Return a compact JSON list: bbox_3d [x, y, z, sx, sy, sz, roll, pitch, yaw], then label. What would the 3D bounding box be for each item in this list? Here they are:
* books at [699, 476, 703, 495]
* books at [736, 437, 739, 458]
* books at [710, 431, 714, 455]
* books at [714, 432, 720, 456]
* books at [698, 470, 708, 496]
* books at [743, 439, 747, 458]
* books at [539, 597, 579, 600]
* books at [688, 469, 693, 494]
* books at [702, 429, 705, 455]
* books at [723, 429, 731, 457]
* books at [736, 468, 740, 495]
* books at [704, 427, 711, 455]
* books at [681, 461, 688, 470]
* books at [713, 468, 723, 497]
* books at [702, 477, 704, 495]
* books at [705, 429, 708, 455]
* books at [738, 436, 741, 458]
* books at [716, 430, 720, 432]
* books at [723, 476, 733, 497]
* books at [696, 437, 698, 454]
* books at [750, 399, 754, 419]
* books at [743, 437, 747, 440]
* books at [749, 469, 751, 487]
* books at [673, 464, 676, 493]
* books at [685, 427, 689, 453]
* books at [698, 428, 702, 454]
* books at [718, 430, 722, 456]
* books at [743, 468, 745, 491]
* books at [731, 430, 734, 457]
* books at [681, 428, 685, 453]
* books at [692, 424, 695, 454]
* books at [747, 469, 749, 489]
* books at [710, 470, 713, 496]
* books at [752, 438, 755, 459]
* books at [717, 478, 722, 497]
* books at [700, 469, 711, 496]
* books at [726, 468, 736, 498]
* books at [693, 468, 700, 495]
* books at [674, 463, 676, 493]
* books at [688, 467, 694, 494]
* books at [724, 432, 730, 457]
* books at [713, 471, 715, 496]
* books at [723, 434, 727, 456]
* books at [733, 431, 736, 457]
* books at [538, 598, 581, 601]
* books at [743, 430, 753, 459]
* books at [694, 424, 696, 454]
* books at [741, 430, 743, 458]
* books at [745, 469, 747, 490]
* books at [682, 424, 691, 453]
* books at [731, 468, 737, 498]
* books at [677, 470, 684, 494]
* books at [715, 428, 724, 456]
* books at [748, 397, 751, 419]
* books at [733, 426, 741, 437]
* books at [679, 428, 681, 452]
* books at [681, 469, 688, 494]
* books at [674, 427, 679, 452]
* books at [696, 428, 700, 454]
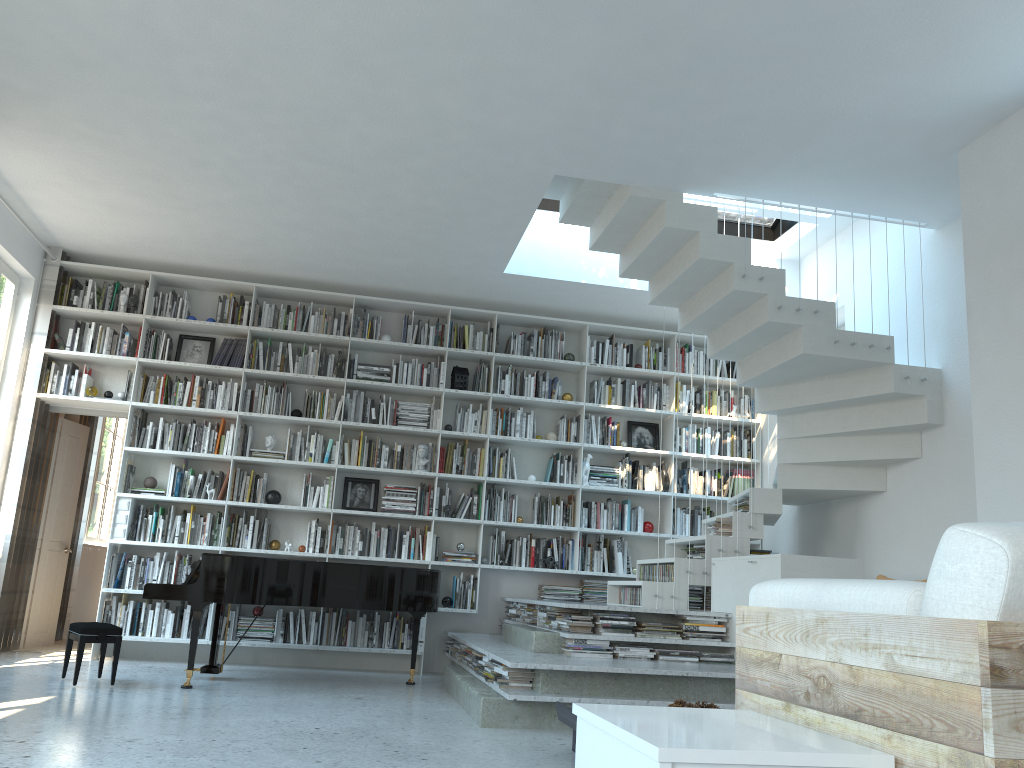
[{"bbox_3d":[1.701,0.945,8.118,0.023,0.189,0.170,6,-13,-10],"label":"books"},{"bbox_3d":[2.065,0.612,8.261,0.025,0.211,0.189,6,-13,-10],"label":"books"},{"bbox_3d":[1.840,0.573,8.247,0.012,0.253,0.161,6,-13,-10],"label":"books"},{"bbox_3d":[1.871,0.576,8.232,0.045,0.244,0.177,6,-13,-10],"label":"books"},{"bbox_3d":[1.753,0.923,8.138,0.022,0.246,0.181,6,-13,-10],"label":"books"},{"bbox_3d":[2.140,0.627,8.272,0.029,0.195,0.192,6,-13,-10],"label":"books"},{"bbox_3d":[0.406,1.861,7.690,0.308,0.008,0.195,7,-14,-14],"label":"books"},{"bbox_3d":[1.603,0.908,8.108,0.026,0.245,0.181,6,-13,-10],"label":"books"},{"bbox_3d":[1.746,0.557,8.215,0.024,0.258,0.156,6,-13,-10],"label":"books"},{"bbox_3d":[2.007,0.573,8.265,0.012,0.282,0.152,6,-13,-10],"label":"books"},{"bbox_3d":[2.062,0.929,8.184,0.018,0.292,0.169,6,-13,-10],"label":"books"},{"bbox_3d":[1.795,0.550,8.228,0.030,0.283,0.166,6,-13,-10],"label":"books"},{"bbox_3d":[1.582,0.873,8.131,0.012,0.321,0.142,6,-13,-10],"label":"books"},{"bbox_3d":[1.900,0.926,8.178,0.026,0.277,0.170,6,-13,-10],"label":"books"},{"bbox_3d":[1.723,0.955,8.143,0.030,0.184,0.137,6,-13,-10],"label":"books"},{"bbox_3d":[1.769,0.557,8.217,0.022,0.262,0.173,6,-13,-10],"label":"books"},{"bbox_3d":[2.088,0.612,8.275,0.025,0.219,0.178,6,-13,-10],"label":"books"},{"bbox_3d":[1.916,0.573,8.272,0.010,0.273,0.130,6,-13,-10],"label":"books"},{"bbox_3d":[1.957,0.962,8.169,0.088,0.216,0.167,6,-13,-10],"label":"books"},{"bbox_3d":[1.679,0.592,8.210,0.027,0.179,0.157,6,-13,-10],"label":"books"},{"bbox_3d":[2.240,0.268,8.365,0.011,0.216,0.170,6,-13,-10],"label":"books"},{"bbox_3d":[2.161,0.621,8.314,0.024,0.229,0.131,6,-13,-10],"label":"books"},{"bbox_3d":[2.167,0.943,8.215,0.018,0.292,0.169,6,-13,-10],"label":"books"},{"bbox_3d":[1.450,0.877,8.089,0.025,0.276,0.161,6,-13,-10],"label":"books"},{"bbox_3d":[1.584,0.541,8.187,0.026,0.256,0.173,6,-13,-10],"label":"books"},{"bbox_3d":[1.721,0.551,8.221,0.025,0.270,0.153,6,-13,-10],"label":"books"},{"bbox_3d":[1.903,0.574,8.245,0.023,0.257,0.184,6,-13,-10],"label":"books"},{"bbox_3d":[2.114,0.937,8.202,0.018,0.292,0.169,6,-13,-10],"label":"books"},{"bbox_3d":[2.020,0.576,8.264,0.013,0.276,0.188,6,-13,-10],"label":"books"},{"bbox_3d":[1.550,0.540,8.169,0.023,0.247,0.182,6,-13,-10],"label":"books"},{"bbox_3d":[1.648,0.531,8.214,0.022,0.296,0.162,6,-13,-10],"label":"books"},{"bbox_3d":[2.150,0.940,8.208,0.018,0.292,0.169,6,-13,-10],"label":"books"},{"bbox_3d":[1.817,0.931,8.168,0.012,0.253,0.161,6,-13,-10],"label":"books"},{"bbox_3d":[2.225,0.626,8.295,0.021,0.218,0.184,6,-13,-10],"label":"books"},{"bbox_3d":[1.878,0.965,8.137,0.024,0.180,0.191,6,-13,-10],"label":"books"},{"bbox_3d":[1.776,0.922,8.154,0.029,0.258,0.172,6,-13,-10],"label":"books"},{"bbox_3d":[1.999,0.928,8.186,0.072,0.291,0.169,6,-13,-10],"label":"books"},{"bbox_3d":[1.665,0.906,8.119,0.056,0.261,0.177,6,-13,-10],"label":"books"},{"bbox_3d":[1.465,0.875,8.108,0.010,0.292,0.164,6,-13,-10],"label":"books"},{"bbox_3d":[1.625,0.903,8.125,0.022,0.265,0.157,6,-13,-10],"label":"books"},{"bbox_3d":[1.986,0.587,8.268,0.025,0.252,0.160,6,-13,-10],"label":"books"},{"bbox_3d":[1.835,0.936,8.174,0.025,0.248,0.134,6,-13,-10],"label":"books"},{"bbox_3d":[1.957,0.595,8.272,0.028,0.236,0.146,6,-13,-10],"label":"books"},{"bbox_3d":[2.040,0.582,8.264,0.028,0.267,0.173,6,-13,-10],"label":"books"},{"bbox_3d":[0.406,1.868,7.688,0.345,0.007,0.194,5,-13,-6],"label":"books"},{"bbox_3d":[2.196,0.587,8.296,0.042,0.291,0.186,6,-13,-10],"label":"books"},{"bbox_3d":[1.666,0.532,8.205,0.012,0.292,0.166,6,-13,-10],"label":"books"},{"bbox_3d":[2.120,0.586,8.294,0.013,0.282,0.149,6,-13,-10],"label":"books"},{"bbox_3d":[2.131,0.939,8.209,0.018,0.292,0.169,6,-13,-10],"label":"books"},{"bbox_3d":[1.607,0.526,8.180,0.014,0.285,0.186,6,-13,-10],"label":"books"},{"bbox_3d":[2.036,0.930,8.193,0.033,0.293,0.169,6,-13,-10],"label":"books"},{"bbox_3d":[1.518,0.910,8.120,0.066,0.236,0.144,6,-13,-10],"label":"books"},{"bbox_3d":[1.934,0.565,8.273,0.024,0.291,0.132,6,-13,-10],"label":"books"},{"bbox_3d":[2.212,0.255,8.381,0.040,0.246,0.160,6,-13,-10],"label":"books"},{"bbox_3d":[2.107,0.564,8.304,0.013,0.329,0.140,6,-13,-10],"label":"books"},{"bbox_3d":[1.521,0.542,8.192,0.026,0.249,0.161,6,-13,-10],"label":"books"},{"bbox_3d":[1.567,0.905,8.102,0.022,0.242,0.171,6,-13,-10],"label":"books"},{"bbox_3d":[1.505,0.536,8.177,0.012,0.253,0.161,6,-13,-10],"label":"books"},{"bbox_3d":[1.703,0.552,8.209,0.013,0.259,0.158,6,-13,-10],"label":"books"}]
